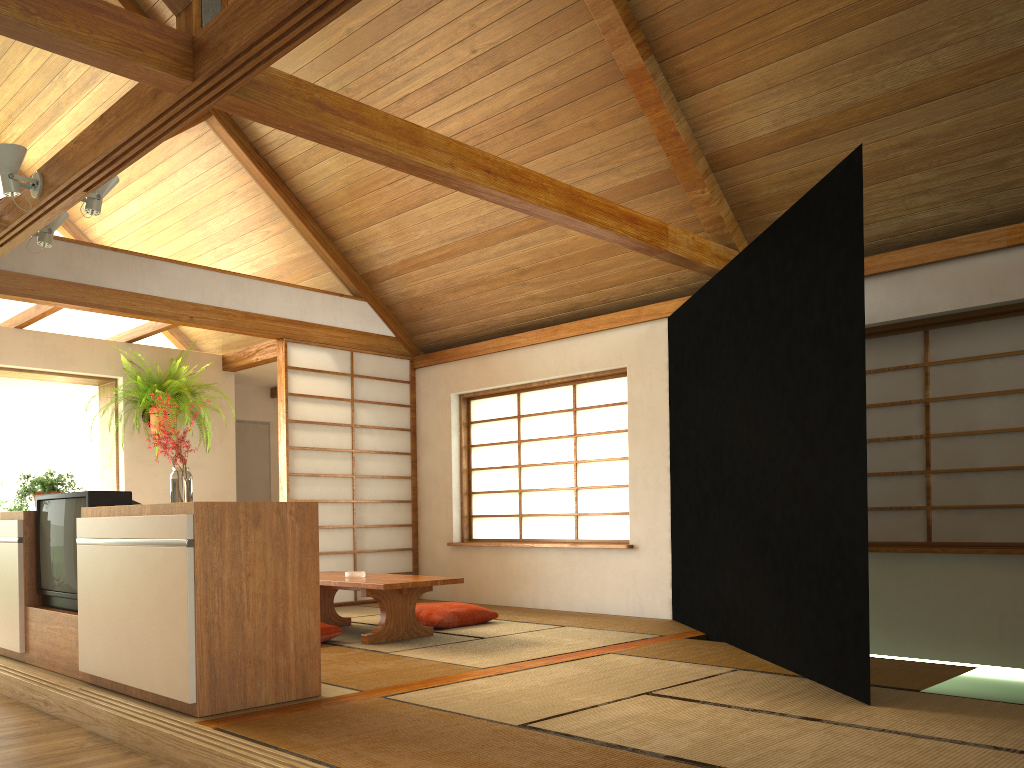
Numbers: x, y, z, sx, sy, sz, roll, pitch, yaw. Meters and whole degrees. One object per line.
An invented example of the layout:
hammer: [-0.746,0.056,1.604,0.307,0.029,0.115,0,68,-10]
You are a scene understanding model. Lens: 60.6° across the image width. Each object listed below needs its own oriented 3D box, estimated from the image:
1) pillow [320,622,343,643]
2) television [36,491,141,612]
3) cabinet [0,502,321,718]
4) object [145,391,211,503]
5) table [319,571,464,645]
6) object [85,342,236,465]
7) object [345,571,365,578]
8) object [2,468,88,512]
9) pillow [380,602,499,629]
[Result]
pillow: [-1.307,1.355,4.813,0.604,0.147,0.521,-7,-10,38]
television: [-1.912,0.791,4.169,0.690,0.537,0.458,-6,-6,44]
cabinet: [-1.930,0.963,4.149,2.856,0.735,0.520,-9,-8,44]
object: [-1.443,0.275,3.747,0.221,0.498,0.242,0,-2,-39]
table: [-0.923,1.306,5.167,1.296,0.334,0.562,-9,-10,44]
object: [-2.823,0.179,7.258,1.133,1.123,1.194,-4,-6,38]
object: [-0.921,1.119,5.140,0.125,0.030,0.115,-4,-9,18]
object: [-2.669,0.661,4.985,0.503,0.374,0.572,-1,-6,5]
pillow: [-0.477,1.477,5.631,0.605,0.131,0.520,-9,-11,43]
